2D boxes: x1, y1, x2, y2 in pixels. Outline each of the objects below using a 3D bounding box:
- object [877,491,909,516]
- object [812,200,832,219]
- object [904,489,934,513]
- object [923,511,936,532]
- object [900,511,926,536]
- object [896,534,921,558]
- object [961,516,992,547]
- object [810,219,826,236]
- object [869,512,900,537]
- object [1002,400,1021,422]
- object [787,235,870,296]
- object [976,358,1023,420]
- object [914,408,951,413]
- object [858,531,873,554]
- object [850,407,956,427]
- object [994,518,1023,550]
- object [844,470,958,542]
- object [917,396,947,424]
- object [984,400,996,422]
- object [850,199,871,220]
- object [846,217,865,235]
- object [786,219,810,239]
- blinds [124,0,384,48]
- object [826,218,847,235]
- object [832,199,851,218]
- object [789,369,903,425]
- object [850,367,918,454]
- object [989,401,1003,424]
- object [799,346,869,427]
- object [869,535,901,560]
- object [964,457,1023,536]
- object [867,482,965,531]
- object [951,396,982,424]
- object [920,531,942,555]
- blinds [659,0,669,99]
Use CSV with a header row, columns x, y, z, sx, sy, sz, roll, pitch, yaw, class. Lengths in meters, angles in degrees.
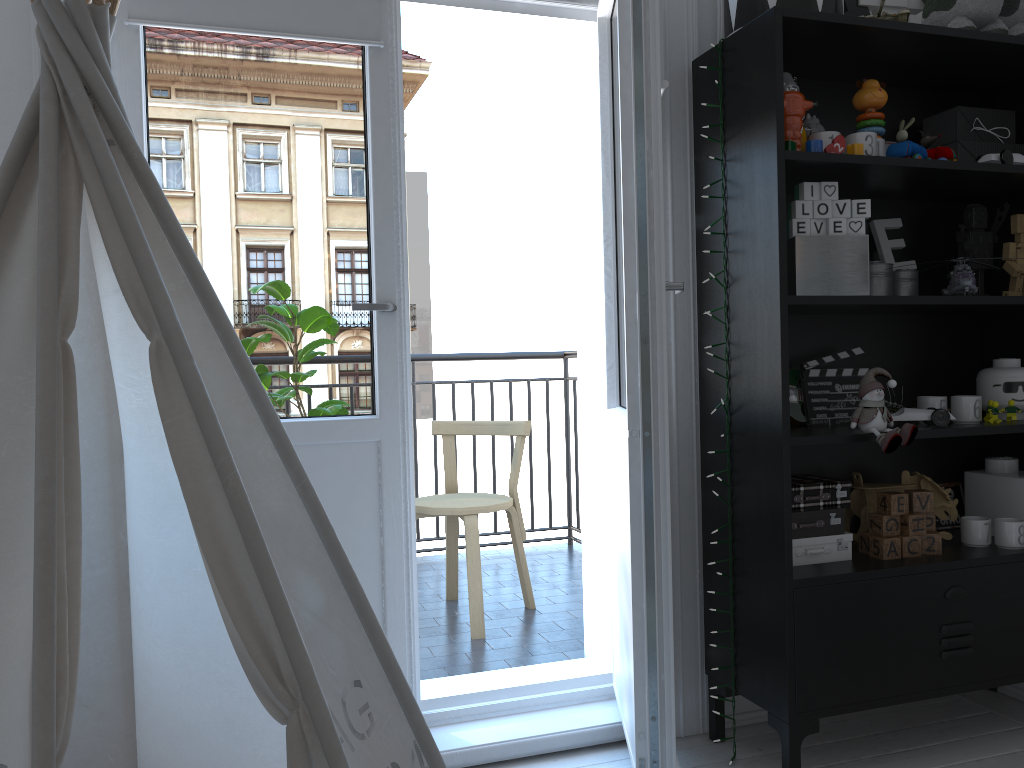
x,y,z,sx,sy,sz,roll,pitch,yaw,class
0.902,0.283,2.102,0.050,0.050,0.050,-2,1,-18,object
0.691,-0.389,1.990,0.040,0.040,0.040,-1,1,2,object
0.977,0.280,2.128,0.050,0.050,0.050,-1,1,2,object
0.987,0.329,2.146,0.050,0.050,0.050,-2,1,-18,object
0.944,0.331,2.103,0.050,0.050,0.050,-2,1,-18,object
0.931,0.381,2.100,0.050,0.050,0.050,-2,1,-13,object
1.147,0.365,2.193,0.067,0.067,0.067,-2,1,-4,object
0.679,-0.348,1.998,0.040,0.040,0.040,-2,1,-13,object
0.884,0.333,2.105,0.050,0.050,0.050,-2,1,-18,object
1.221,0.066,2.170,0.042,0.054,0.031,-1,1,27,object
0.708,-0.262,2.030,0.170,0.138,0.124,-2,1,-3,object
1.267,0.016,2.270,0.139,0.162,0.139,-3,2,-43,object
1.102,0.077,2.327,0.163,0.034,0.069,-2,1,-18,object
0.872,0.382,2.138,0.050,0.050,0.050,-2,1,-18,object
0.931,0.078,2.113,0.230,0.048,0.098,-1,1,7,object
1.211,0.364,2.156,0.067,0.067,0.067,-2,1,-4,object
0.969,0.313,2.252,0.337,0.186,0.111,-2,1,-3,object
1.037,0.064,2.190,0.067,0.067,0.067,-2,1,-4,object
1.183,0.067,2.189,0.042,0.054,0.031,-2,1,-18,object
0.781,-0.391,1.995,0.040,0.040,0.040,-1,1,7,object
0.770,-0.351,1.995,0.040,0.040,0.040,-1,1,12,object
0.641,-0.347,1.988,0.040,0.040,0.040,-2,1,-3,object
-0.575,-0.869,2.011,0.565,0.158,0.032,-2,1,-18,blinds
0.724,-0.350,1.993,0.040,0.040,0.040,-2,1,-3,object
0.736,-0.390,1.992,0.040,0.040,0.040,-1,1,12,object
0.773,0.038,2.246,0.542,0.239,0.093,-2,1,-18,object
0.818,0.056,1.953,0.110,0.186,0.129,-2,1,-31,object
1.160,0.068,2.125,0.031,0.054,0.042,-1,1,32,object
0.819,0.005,2.233,0.200,0.199,0.048,-2,1,-18,object
0.875,0.383,2.081,0.050,0.050,0.050,-2,1,-18,object
1.314,0.294,2.274,0.132,0.199,0.267,-2,1,-18,object
1.086,0.335,2.385,0.347,0.120,0.034,-2,1,-18,object
1.109,0.063,2.164,0.067,0.067,0.067,-2,1,-4,object
0.994,0.379,2.121,0.050,0.050,0.050,-1,1,12,object
0.305,-0.776,2.007,0.032,0.390,0.565,-1,1,2,blinds
